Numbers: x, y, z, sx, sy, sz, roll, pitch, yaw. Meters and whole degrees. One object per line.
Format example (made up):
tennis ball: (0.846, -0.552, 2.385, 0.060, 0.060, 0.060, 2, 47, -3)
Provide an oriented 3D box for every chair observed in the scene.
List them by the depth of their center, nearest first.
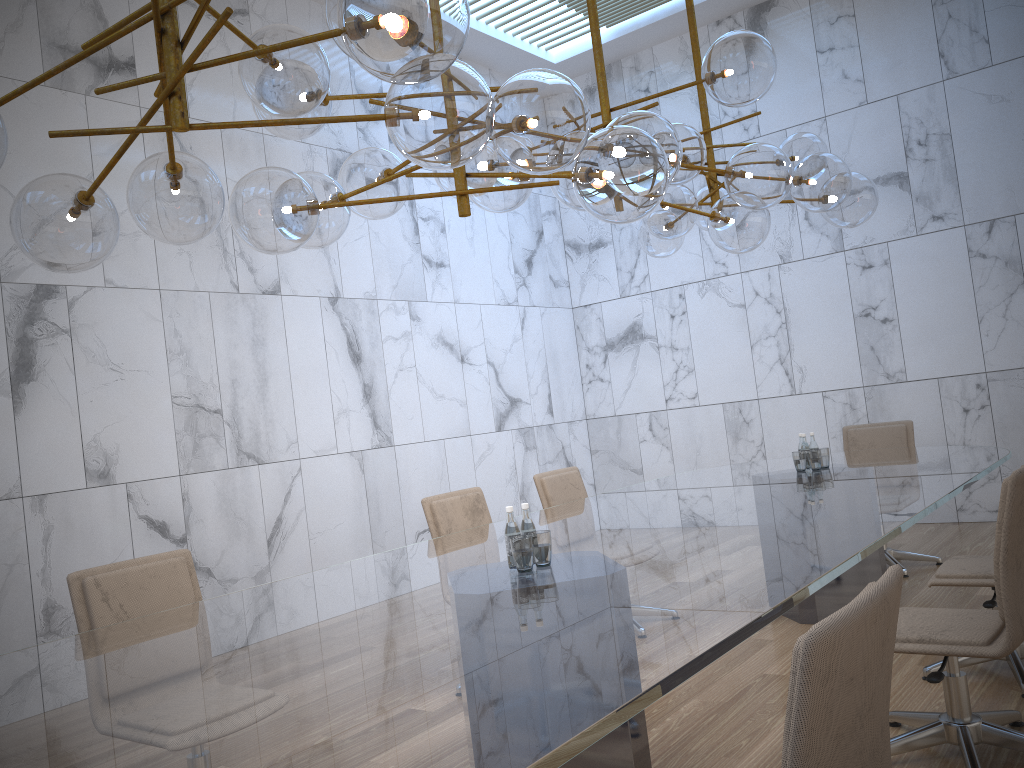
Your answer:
chair: (0.412, 0.868, 1.597, 0.697, 1.000, 0.726, -9, -3, 37)
chair: (1.534, 0.789, 3.067, 0.697, 1.000, 0.726, -9, -3, 37)
chair: (-1.168, 1.130, 3.186, 0.697, 1.000, 0.726, -9, -3, 37)
chair: (2.136, 0.747, 3.855, 0.697, 1.000, 0.726, -9, -3, 37)
chair: (-0.049, 1.051, 4.652, 0.697, 1.000, 0.726, -9, -3, 37)
chair: (0.557, 1.009, 5.446, 0.697, 1.000, 0.726, -9, -3, 37)
chair: (2.560, 0.793, 6.249, 0.726, 1.000, 0.697, -9, -3, 38)

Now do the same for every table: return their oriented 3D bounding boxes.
table: (0.112, 1.042, 3.024, 2.092, 0.835, 7.924, -9, -3, 37)

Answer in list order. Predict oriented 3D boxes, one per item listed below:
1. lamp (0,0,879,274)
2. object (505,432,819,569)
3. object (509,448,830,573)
lamp: (-0.309, -1.741, 3.046, 1.557, 2.716, 5.672, -9, -3, 37)
object: (0.231, 0.510, 3.310, 0.124, 0.213, 5.189, -9, -3, 37)
object: (0.267, 0.553, 3.268, 0.183, 0.117, 5.112, -9, -3, 37)
